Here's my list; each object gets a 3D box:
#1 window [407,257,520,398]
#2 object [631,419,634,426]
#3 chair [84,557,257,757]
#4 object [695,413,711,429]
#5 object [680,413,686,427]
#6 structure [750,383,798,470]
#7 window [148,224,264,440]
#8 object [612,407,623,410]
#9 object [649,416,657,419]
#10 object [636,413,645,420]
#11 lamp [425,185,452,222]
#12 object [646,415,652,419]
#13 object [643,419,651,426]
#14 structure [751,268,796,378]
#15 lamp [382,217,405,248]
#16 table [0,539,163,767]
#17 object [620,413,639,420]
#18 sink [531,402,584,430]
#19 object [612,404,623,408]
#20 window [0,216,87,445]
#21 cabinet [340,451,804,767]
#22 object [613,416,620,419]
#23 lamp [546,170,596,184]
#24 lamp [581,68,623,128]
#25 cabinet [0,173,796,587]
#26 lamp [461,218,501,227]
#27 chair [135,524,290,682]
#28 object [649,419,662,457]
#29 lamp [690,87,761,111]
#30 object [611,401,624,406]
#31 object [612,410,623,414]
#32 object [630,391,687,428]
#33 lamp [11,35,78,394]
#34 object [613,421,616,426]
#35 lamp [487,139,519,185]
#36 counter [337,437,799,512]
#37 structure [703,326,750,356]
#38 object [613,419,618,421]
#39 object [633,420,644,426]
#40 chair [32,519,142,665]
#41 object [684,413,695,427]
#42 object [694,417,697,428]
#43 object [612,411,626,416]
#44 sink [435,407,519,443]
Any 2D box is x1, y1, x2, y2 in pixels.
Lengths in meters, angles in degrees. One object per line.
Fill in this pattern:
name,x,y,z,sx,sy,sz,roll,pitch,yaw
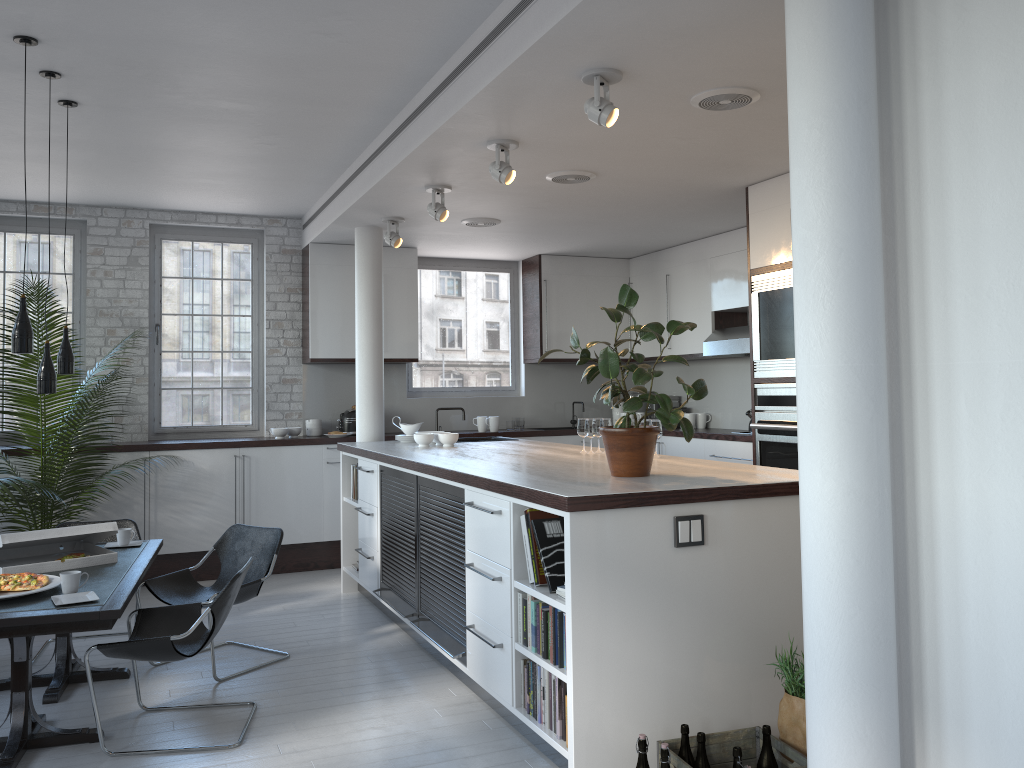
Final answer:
window,-0.523,-0.592,9.332,1.298,1.461,0.133,0,-3,-23
object,0.720,0.325,5.318,0.082,0.223,0.082,-2,-3,34
chair,-1.610,1.275,4.286,0.665,0.779,0.670,-1,-2,-8
object,1.906,0.369,8.872,0.138,0.152,0.109,0,-2,-15
object,1.727,0.372,8.937,0.138,0.152,0.109,-1,-2,-1
structure,2.258,0.502,5.759,1.024,1.029,1.047,0,-2,-23
window,-4.198,-0.755,12.678,8.135,6.080,9.135,0,-1,-23
object,1.170,0.271,9.698,0.153,0.076,0.154,-1,-1,-2
object,1.457,0.376,9.130,0.094,0.098,0.094,-1,-2,-6
object,1.372,0.380,9.406,0.109,0.152,0.138,0,-2,-24
lamp,-0.504,-1.226,6.079,0.183,0.239,0.183,0,-2,-19
object,1.418,0.378,9.228,0.094,0.098,0.094,-1,-2,-6
object,0.809,0.324,5.338,0.082,0.223,0.082,-2,-3,32
structure,2.299,-0.404,5.825,0.957,0.705,1.030,0,-1,-23
lamp,-0.957,-1.212,7.149,0.183,0.239,0.183,0,-2,-19
table,-2.391,1.324,4.535,0.959,0.704,1.915,0,-1,-16
object,1.235,0.383,9.441,0.134,0.152,0.249,0,-1,-21
sink,0.661,0.394,9.318,0.916,0.414,0.433,-1,-2,-23
object,1.169,0.241,9.697,0.153,0.067,0.152,-1,-1,23
window,-4.285,-0.469,7.737,1.033,1.994,0.133,0,-3,-23
cabinet,0.069,1.064,5.534,1.500,1.173,4.165,0,-1,-23
object,1.177,0.369,9.693,0.153,0.062,0.153,-1,-1,6
lamp,0.386,-1.352,5.804,0.328,0.025,0.328,-1,0,-18
lamp,0.403,-1.255,3.938,0.183,0.239,0.183,0,-2,-19
cabinet,-0.485,0.156,5.503,7.229,3.005,7.291,-1,-1,-23
lamp,-0.257,-1.332,7.324,0.328,0.025,0.328,-1,-1,42
chair,-1.765,1.285,5.319,0.670,0.779,0.664,-2,-2,32
object,0.849,0.323,5.246,0.082,0.223,0.082,0,-2,-9
lamp,1.030,-1.373,4.282,0.328,0.025,0.328,-1,0,-25
object,1.166,0.209,9.701,0.153,0.070,0.152,-1,-1,24
object,1.173,0.307,9.699,0.153,0.060,0.153,-1,-1,-23
object,1.578,0.266,9.473,0.243,0.375,0.873,0,-1,-27
lamp,-2.429,-0.876,4.641,0.114,1.856,1.054,0,-2,-16
object,1.180,0.434,9.694,0.153,0.055,0.153,-1,-1,20
lamp,-0.051,-1.241,5.008,0.183,0.239,0.183,0,-2,-19
counter,0.057,0.475,5.572,1.446,0.061,4.195,-1,0,-23
structure,2.189,-0.386,7.730,0.522,0.250,1.041,0,-1,-23
object,1.178,0.399,9.692,0.154,0.074,0.152,-1,-1,-20
object,0.756,0.324,5.229,0.082,0.223,0.082,-1,-2,10
chair,-2.685,1.301,5.631,0.671,0.779,0.664,0,-2,-18
object,1.771,0.370,8.838,0.109,0.152,0.138,-1,-2,-8
object,1.844,0.370,8.990,0.138,0.152,0.109,-2,-2,39
object,1.175,0.336,9.696,0.154,0.075,0.153,-1,-1,35
sink,-0.345,0.450,7.313,0.648,0.520,0.546,0,-2,-23
